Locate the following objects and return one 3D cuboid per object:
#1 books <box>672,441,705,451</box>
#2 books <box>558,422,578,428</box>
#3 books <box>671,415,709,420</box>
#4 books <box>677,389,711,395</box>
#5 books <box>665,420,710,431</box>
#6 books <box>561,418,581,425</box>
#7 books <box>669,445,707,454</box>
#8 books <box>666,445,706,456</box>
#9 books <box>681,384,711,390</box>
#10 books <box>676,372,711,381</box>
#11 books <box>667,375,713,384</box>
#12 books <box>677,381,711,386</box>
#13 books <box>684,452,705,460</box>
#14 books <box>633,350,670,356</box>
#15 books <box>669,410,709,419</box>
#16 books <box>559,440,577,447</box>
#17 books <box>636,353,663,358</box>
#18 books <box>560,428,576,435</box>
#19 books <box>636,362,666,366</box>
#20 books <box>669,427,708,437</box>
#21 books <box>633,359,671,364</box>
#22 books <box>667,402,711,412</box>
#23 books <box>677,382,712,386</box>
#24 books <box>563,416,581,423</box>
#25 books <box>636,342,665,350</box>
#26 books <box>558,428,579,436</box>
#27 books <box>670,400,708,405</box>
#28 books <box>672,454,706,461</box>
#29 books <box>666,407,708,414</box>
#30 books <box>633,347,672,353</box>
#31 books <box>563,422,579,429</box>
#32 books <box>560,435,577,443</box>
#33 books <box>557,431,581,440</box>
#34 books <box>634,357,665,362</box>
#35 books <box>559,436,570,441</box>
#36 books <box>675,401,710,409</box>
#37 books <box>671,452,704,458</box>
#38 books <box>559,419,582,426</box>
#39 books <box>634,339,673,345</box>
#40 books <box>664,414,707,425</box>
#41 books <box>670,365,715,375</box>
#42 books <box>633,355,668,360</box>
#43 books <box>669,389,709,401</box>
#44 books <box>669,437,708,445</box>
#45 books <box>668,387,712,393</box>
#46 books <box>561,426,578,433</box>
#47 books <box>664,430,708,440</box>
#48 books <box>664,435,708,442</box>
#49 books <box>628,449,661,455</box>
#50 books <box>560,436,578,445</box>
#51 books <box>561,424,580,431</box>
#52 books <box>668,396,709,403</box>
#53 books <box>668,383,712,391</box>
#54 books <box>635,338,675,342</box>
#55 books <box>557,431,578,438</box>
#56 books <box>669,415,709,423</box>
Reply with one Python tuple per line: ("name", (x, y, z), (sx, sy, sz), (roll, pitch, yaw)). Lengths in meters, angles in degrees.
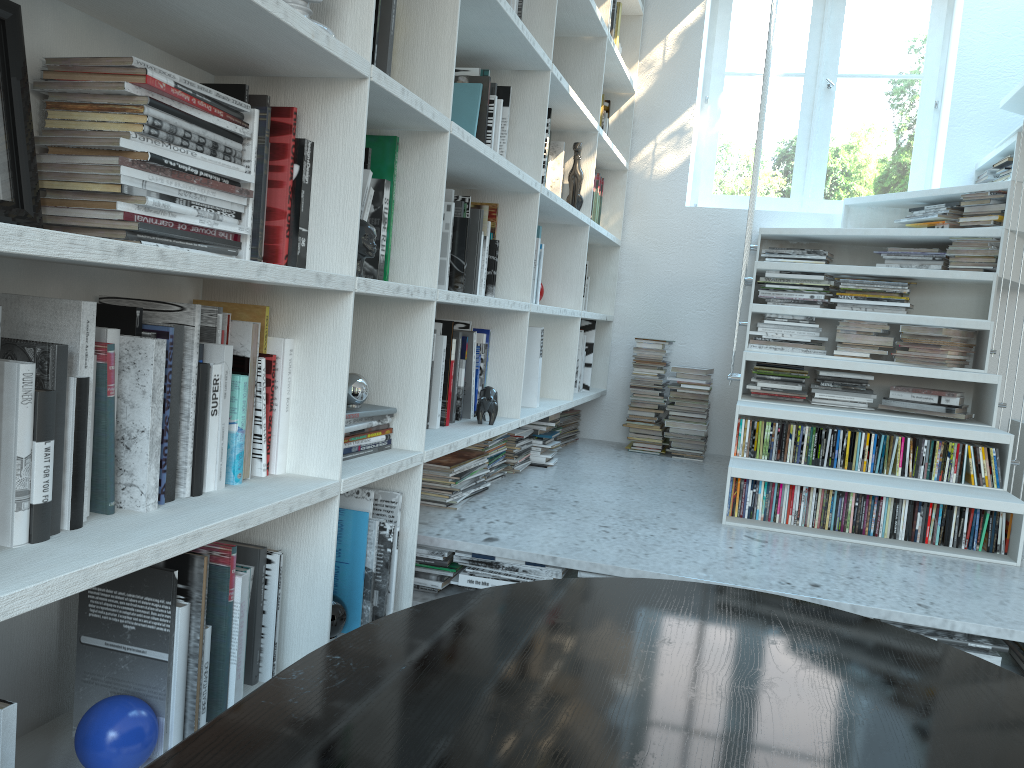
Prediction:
("books", (0.827, 0.278, 4.155), (0.152, 0.029, 0.179), (6, 4, 11))
("books", (0.178, 0.180, 4.226), (0.207, 0.008, 0.327), (7, 5, 18))
("books", (0.836, 0.146, 4.154), (0.159, 0.009, 0.210), (6, 5, 16))
("books", (0.853, 0.030, 4.141), (0.145, 0.010, 0.247), (6, 5, 14))
("books", (0.824, 0.184, 4.150), (0.188, 0.027, 0.253), (6, 5, 15))
("books", (0.182, 0.166, 4.224), (0.207, 0.008, 0.327), (7, 5, 21))
("books", (0.829, 0.297, 4.156), (0.152, 0.009, 0.259), (6, 5, 16))
("books", (0.819, 0.307, 4.159), (0.160, 0.012, 0.224), (7, 5, 19))
("books", (0.860, 0.006, 4.138), (0.128, 0.013, 0.295), (6, 4, 13))
("books", (0.848, -0.039, 4.138), (0.157, 0.025, 0.233), (6, 4, 11))
("books", (0.835, -0.022, 4.143), (0.177, 0.012, 0.278), (7, 5, 19))
("books", (0.853, -0.011, 4.139), (0.146, 0.006, 0.295), (6, 4, 13))
("books", (0.855, 0.330, 4.151), (0.091, 0.011, 0.189), (6, 4, 13))
("books", (0.659, -0.148, 4.188), (0.150, 0.014, 0.206), (6, 5, 15))
("books", (0.832, 0.132, 4.154), (0.170, 0.017, 0.285), (6, 5, 14))
("books", (0.170, 0.271, 4.234), (0.205, 0.007, 0.367), (7, 5, 18))
("books", (0.653, -0.137, 4.191), (0.121, 0.011, 0.214), (6, 4, 10))
("books", (0.172, 0.210, 4.230), (0.205, 0.007, 0.367), (6, 5, 17))
("books", (0.658, -0.100, 4.192), (0.137, 0.006, 0.232), (6, 4, 10))
("books", (0.831, 0.212, 4.150), (0.163, 0.028, 0.203), (6, 5, 17))
("books", (0.661, -0.107, 4.191), (0.160, 0.008, 0.192), (6, 5, 15))
("books", (0.830, 0.104, 4.152), (0.173, 0.014, 0.290), (6, 5, 17))
("books", (0.857, -0.004, 4.138), (0.131, 0.007, 0.250), (7, 5, 19))
("books", (0.185, 0.158, 4.222), (0.207, 0.008, 0.327), (7, 5, 20))
("books", (0.655, -0.182, 4.187), (0.123, 0.025, 0.231), (6, 4, 12))
("books", (0.172, 0.217, 4.230), (0.207, 0.008, 0.327), (7, 5, 23))
("books", (0.830, 0.077, 4.151), (0.173, 0.006, 0.251), (6, 4, 11))
("books", (0.832, 0.343, 4.158), (0.142, 0.020, 0.230), (6, 5, 15))
("books", (0.822, 0.117, 4.155), (0.189, 0.013, 0.215), (6, 4, 13))
("books", (0.665, -0.162, 4.186), (0.155, 0.014, 0.235), (6, 5, 16))
("books", (0.177, 0.188, 4.227), (0.207, 0.008, 0.327), (7, 5, 22))
("books", (0.171, 0.249, 4.232), (0.207, 0.008, 0.327), (7, 5, 18))
("books", (0.176, 0.233, 4.230), (0.205, 0.007, 0.367), (7, 5, 21))
("books", (0.650, -0.118, 4.193), (0.131, 0.011, 0.182), (6, 4, 13))
("books", (0.165, 0.239, 4.234), (0.207, 0.008, 0.327), (6, 5, 15))
("books", (0.848, 0.090, 4.147), (0.149, 0.017, 0.239), (6, 5, 15))
("books", (0.826, 0.317, 4.158), (0.147, 0.008, 0.243), (6, 4, 12))
("books", (0.176, 0.172, 4.227), (0.205, 0.007, 0.367), (7, 5, 23))
("books", (0.670, -0.199, 4.182), (0.159, 0.011, 0.228), (6, 5, 14))
("books", (0.818, 0.166, 4.160), (0.189, 0.006, 0.249), (6, 4, 13))
("books", (0.845, -0.065, 4.137), (0.161, 0.026, 0.267), (7, 5, 20))
("books", (0.655, -0.127, 4.191), (0.144, 0.009, 0.227), (6, 5, 15))
("books", (0.828, 0.047, 4.149), (0.178, 0.029, 0.228), (6, 4, 10))
("books", (0.830, 0.256, 4.153), (0.163, 0.017, 0.232), (6, 5, 15))
("books", (0.835, 0.020, 4.146), (0.184, 0.008, 0.251), (6, 5, 16))
("books", (0.178, 0.203, 4.227), (0.207, 0.008, 0.327), (7, 5, 19))
("books", (0.819, 0.233, 4.154), (0.169, 0.015, 0.232), (7, 5, 20))
("books", (0.818, 0.243, 4.155), (0.184, 0.006, 0.262), (6, 5, 16))
("books", (0.655, 0.309, 4.262), (0.147, 0.008, 0.290), (6, 5, 16))
("books", (0.176, 0.257, 4.231), (0.207, 0.008, 0.327), (7, 5, 20))
("books", (0.179, 0.196, 4.226), (0.205, 0.007, 0.367), (7, 5, 19))
("books", (0.827, 0.068, 4.151), (0.183, 0.012, 0.205), (6, 4, 11))
("books", (0.835, 0.013, 4.145), (0.189, 0.006, 0.249), (6, 5, 15))
("books", (0.675, -0.207, 4.180), (0.152, 0.006, 0.230), (7, 5, 20))
("books", (0.174, 0.225, 4.230), (0.207, 0.008, 0.327), (7, 5, 18))
("books", (0.831, 0.157, 4.156), (0.168, 0.014, 0.212), (6, 5, 16))
